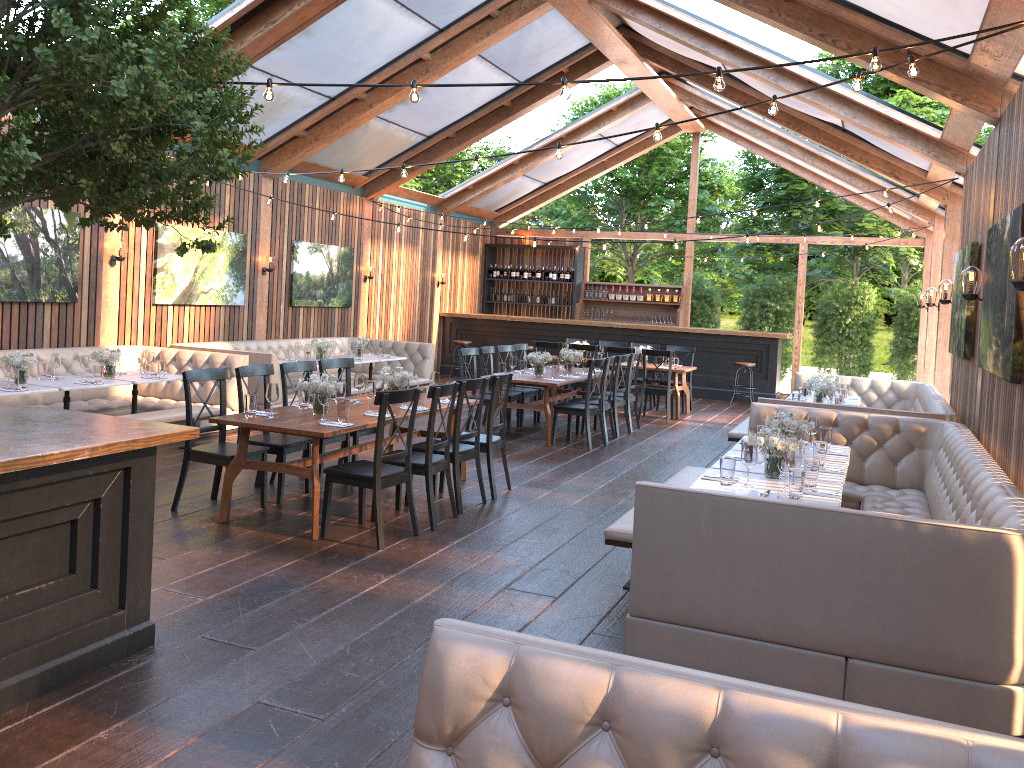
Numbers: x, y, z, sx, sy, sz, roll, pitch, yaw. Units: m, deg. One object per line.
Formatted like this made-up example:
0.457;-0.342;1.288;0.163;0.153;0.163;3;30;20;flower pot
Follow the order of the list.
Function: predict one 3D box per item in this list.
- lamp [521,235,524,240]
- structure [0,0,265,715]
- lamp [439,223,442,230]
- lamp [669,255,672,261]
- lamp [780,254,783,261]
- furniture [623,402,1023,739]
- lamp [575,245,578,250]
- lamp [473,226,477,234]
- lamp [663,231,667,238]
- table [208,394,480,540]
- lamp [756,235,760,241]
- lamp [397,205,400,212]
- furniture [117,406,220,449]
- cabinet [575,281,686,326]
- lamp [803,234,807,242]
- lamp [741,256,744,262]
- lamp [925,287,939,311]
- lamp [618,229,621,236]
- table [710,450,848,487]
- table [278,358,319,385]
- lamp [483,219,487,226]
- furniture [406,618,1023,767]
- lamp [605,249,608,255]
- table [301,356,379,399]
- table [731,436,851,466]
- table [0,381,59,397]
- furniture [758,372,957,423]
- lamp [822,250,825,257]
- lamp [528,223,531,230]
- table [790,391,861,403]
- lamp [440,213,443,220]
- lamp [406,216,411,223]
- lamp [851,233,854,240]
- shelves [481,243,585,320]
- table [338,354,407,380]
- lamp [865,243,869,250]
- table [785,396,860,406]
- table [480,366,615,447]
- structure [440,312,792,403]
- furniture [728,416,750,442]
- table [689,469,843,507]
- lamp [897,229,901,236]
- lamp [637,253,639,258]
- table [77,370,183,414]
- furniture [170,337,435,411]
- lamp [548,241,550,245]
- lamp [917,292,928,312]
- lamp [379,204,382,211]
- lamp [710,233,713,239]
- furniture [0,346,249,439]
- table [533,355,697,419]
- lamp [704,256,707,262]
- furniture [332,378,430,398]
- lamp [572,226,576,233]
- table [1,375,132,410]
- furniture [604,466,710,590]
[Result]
0.233;-3.304;19.905;0.056;0.117;0.067;3;3;8;lamp
-2.554;-0.662;3.581;2.721;3.687;2.853;5;4;31;structure
-1.145;-2.521;14.158;0.056;0.121;0.056;5;3;38;lamp
3.142;-2.503;17.538;0.059;0.119;0.056;3;3;-5;lamp
4.909;-2.303;16.107;0.056;0.120;0.056;3;3;-12;lamp
2.105;0.805;5.639;1.712;0.856;4.167;5;6;22;furniture
1.392;-2.922;18.973;0.056;0.119;0.062;4;3;28;lamp
-0.567;-2.380;13.670;0.056;0.121;0.056;1;3;-34;lamp
2.560;-2.499;14.779;0.056;0.121;0.056;1;3;-42;lamp
-1.211;0.552;7.054;0.952;0.727;2.436;5;6;22;table
4.071;-2.420;14.648;0.056;0.121;0.056;5;3;39;lamp
-1.951;-3.015;15.235;0.056;0.120;0.056;2;3;-17;lamp
-3.526;0.502;7.963;0.313;0.398;2.333;4;6;22;furniture
2.479;-1.108;18.888;2.278;2.089;0.494;5;2;22;cabinet
4.834;-2.407;14.592;0.056;0.121;0.056;4;3;15;lamp
4.316;-2.345;16.582;0.056;0.121;0.056;2;3;-16;lamp
5.683;-1.151;11.964;0.178;0.319;0.146;4;3;22;lamp
1.805;-2.547;14.839;0.056;0.120;0.056;4;3;28;lamp
1.741;0.865;5.793;0.800;0.670;0.800;5;4;22;table
-2.727;0.044;11.638;0.800;0.670;0.800;5;4;21;table
-0.463;-2.755;15.078;0.056;0.119;0.059;2;3;-25;lamp
-0.202;1.236;0.046;1.712;0.856;4.167;5;6;22;furniture
1.973;-2.760;18.498;0.056;0.119;0.061;4;3;22;lamp
-2.416;-0.014;12.392;0.800;0.670;0.800;5;4;22;table
2.053;0.806;6.547;0.800;0.670;0.800;5;4;22;table
-4.450;0.366;7.460;0.800;0.670;0.800;5;4;21;table
3.833;0.482;9.830;1.712;0.856;4.167;5;6;22;furniture
5.486;-2.298;15.598;0.065;0.118;0.056;4;3;25;lamp
0.289;-2.669;15.000;0.056;0.120;0.056;2;3;-18;lamp
3.776;0.484;10.725;0.800;0.670;0.800;5;4;22;table
-1.203;-2.870;15.171;0.061;0.119;0.056;5;3;38;lamp
-1.713;-2.729;14.636;0.066;0.117;0.057;1;3;-39;lamp
5.594;-2.424;14.535;0.056;0.121;0.056;3;3;0;lamp
0.432;-1.669;19.725;2.206;2.823;0.502;4;2;22;shelves
-2.105;-0.072;13.146;0.800;0.670;0.800;5;4;22;table
6.072;-2.352;15.121;0.056;0.120;0.056;5;3;31;lamp
3.465;0.543;9.971;0.800;0.670;0.800;5;4;22;table
0.509;0.230;11.224;0.952;0.727;2.436;5;6;22;table
1.802;-0.562;17.148;6.813;1.272;0.858;5;4;22;structure
2.821;0.618;10.237;0.313;0.398;2.333;4;6;22;furniture
1.430;0.923;5.038;0.800;0.670;0.800;5;4;21;table
6.339;-2.482;14.499;0.056;0.117;0.067;5;3;30;lamp
2.568;-2.620;18.034;0.056;0.121;0.056;1;3;-35;lamp
-3.828;0.250;8.968;0.800;0.670;0.800;5;4;22;table
-2.814;-0.147;12.561;1.712;0.856;4.167;5;6;22;furniture
0.815;-3.104;19.453;0.058;0.119;0.056;2;3;-23;lamp
6.735;-1.348;14.516;0.178;0.319;0.146;4;3;22;lamp
-2.249;-3.014;15.121;0.056;0.118;0.065;2;3;-18;lamp
3.316;-2.454;14.713;0.056;0.121;0.056;5;3;41;lamp
-4.539;0.176;8.379;1.712;0.856;4.167;5;6;22;furniture
1.566;0.027;13.851;2.435;0.728;0.952;5;5;22;table
3.736;-2.414;17.070;0.056;0.121;0.056;3;3;-9;lamp
-1.803;0.180;12.141;0.313;0.398;2.333;4;6;22;furniture
1.044;-2.602;14.924;0.056;0.120;0.056;2;3;-22;lamp
-4.139;0.308;8.214;0.800;0.670;0.800;5;4;22;table
1.098;0.940;6.059;0.313;0.398;2.333;4;6;22;furniture
